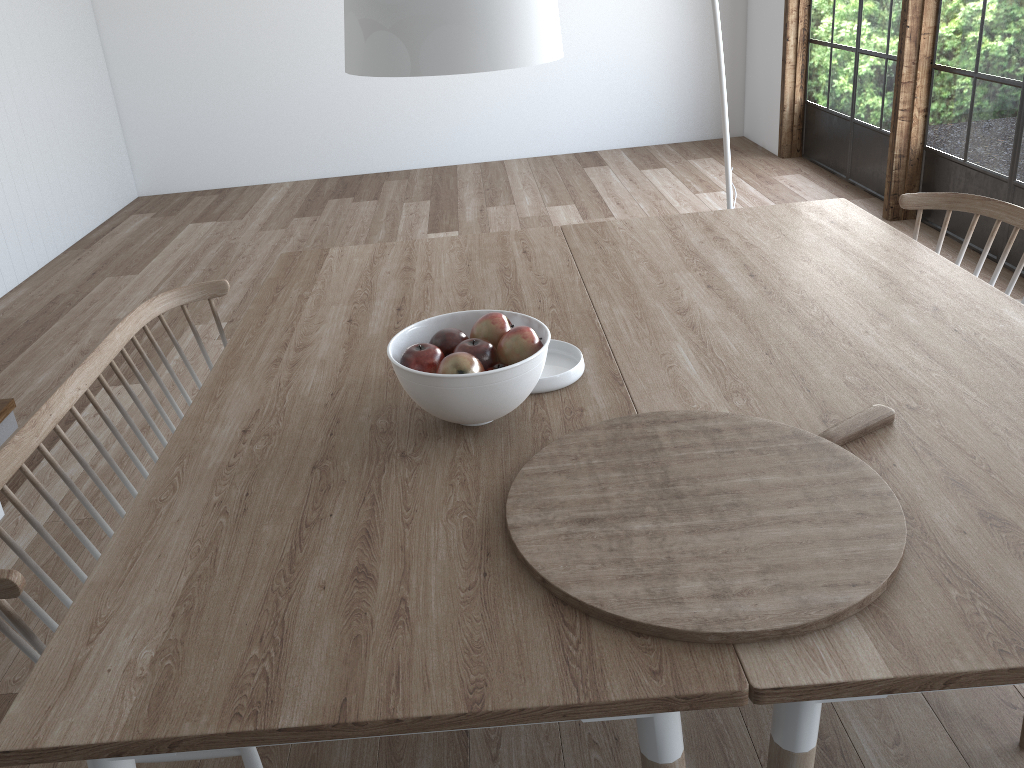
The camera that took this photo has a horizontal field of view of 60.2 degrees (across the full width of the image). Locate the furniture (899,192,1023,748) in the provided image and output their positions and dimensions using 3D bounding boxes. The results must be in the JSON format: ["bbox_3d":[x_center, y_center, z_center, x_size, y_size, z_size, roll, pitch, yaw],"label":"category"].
[{"bbox_3d":[1.206,0.082,2.216,0.544,0.793,1.390,-6,25,-1],"label":"furniture"}]

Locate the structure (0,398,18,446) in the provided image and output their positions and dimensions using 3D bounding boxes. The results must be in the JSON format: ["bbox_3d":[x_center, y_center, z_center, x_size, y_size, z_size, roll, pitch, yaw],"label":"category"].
[{"bbox_3d":[-2.432,0.044,1.469,1.056,2.575,3.684,-5,25,-1],"label":"structure"}]

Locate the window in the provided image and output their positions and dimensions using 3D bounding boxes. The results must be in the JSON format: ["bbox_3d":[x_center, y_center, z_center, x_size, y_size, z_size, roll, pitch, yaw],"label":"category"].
[{"bbox_3d":[2.195,-1.574,3.821,0.161,2.209,5.523,-5,25,-1],"label":"window"}]

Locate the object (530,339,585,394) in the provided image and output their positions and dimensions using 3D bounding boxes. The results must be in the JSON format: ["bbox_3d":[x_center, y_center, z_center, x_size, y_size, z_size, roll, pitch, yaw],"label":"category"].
[{"bbox_3d":[0.048,-0.040,1.906,0.212,0.035,0.222,-15,27,-19],"label":"object"}]

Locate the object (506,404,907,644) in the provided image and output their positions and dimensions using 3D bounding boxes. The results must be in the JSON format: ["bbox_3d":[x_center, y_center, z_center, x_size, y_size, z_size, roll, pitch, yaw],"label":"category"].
[{"bbox_3d":[0.301,0.172,1.425,0.609,0.023,0.678,4,27,20],"label":"object"}]

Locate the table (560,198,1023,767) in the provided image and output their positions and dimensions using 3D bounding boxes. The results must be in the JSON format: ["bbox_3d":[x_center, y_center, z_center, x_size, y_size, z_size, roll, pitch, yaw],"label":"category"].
[{"bbox_3d":[0.716,0.211,2.125,0.935,0.734,2.087,-6,25,-1],"label":"table"}]

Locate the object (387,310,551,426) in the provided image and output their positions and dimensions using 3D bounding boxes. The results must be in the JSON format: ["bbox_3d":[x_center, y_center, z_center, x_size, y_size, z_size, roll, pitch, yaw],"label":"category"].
[{"bbox_3d":[-0.078,-0.011,1.727,0.314,0.161,0.322,-7,25,-2],"label":"object"}]

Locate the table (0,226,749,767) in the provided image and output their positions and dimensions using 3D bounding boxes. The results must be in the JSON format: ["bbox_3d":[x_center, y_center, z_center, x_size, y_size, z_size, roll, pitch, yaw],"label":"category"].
[{"bbox_3d":[-0.217,0.298,2.151,0.935,0.734,2.087,-6,25,-1],"label":"table"}]

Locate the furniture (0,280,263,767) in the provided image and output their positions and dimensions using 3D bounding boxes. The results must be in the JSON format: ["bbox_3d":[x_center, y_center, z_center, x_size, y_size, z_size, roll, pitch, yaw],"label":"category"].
[{"bbox_3d":[-0.710,0.346,2.092,0.544,0.793,1.390,-6,25,-1],"label":"furniture"}]

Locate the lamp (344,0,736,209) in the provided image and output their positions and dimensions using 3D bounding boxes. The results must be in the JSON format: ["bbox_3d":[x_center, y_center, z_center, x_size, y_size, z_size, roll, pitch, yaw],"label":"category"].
[{"bbox_3d":[0.991,-1.334,3.840,0.891,1.981,5.213,5,27,22],"label":"lamp"}]

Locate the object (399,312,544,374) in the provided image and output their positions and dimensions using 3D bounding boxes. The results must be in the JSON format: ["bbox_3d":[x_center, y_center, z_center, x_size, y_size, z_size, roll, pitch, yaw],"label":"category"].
[{"bbox_3d":[-0.080,-0.032,1.723,0.247,0.164,0.245,-24,31,-35],"label":"object"}]
